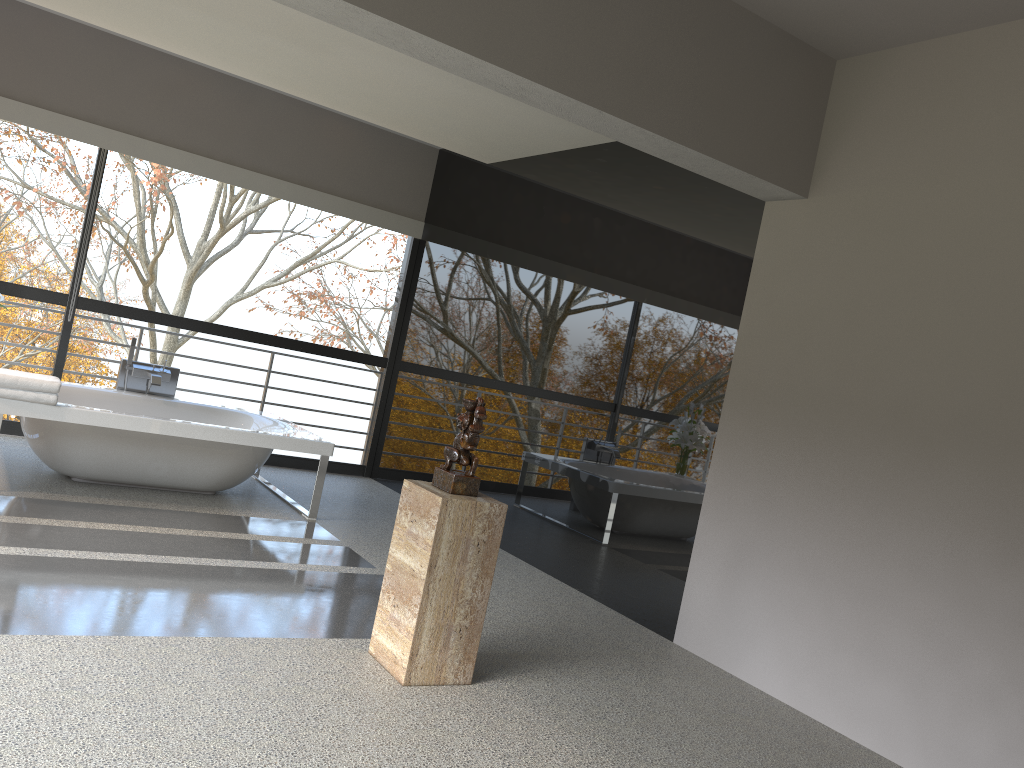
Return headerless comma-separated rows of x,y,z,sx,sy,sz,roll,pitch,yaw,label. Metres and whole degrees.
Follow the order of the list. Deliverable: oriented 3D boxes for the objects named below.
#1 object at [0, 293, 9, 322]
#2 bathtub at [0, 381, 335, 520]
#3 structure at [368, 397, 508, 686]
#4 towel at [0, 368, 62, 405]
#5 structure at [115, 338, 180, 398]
-3.593,-0.508,5.799,0.450,0.796,0.460,12,0,-5,object
-2.344,0.391,5.744,1.956,0.504,1.329,11,1,-32,bathtub
-0.251,0.572,3.418,0.291,1.074,0.328,12,0,-32,structure
-2.660,0.021,4.865,0.321,0.145,0.305,11,1,-30,towel
-2.587,0.143,6.278,0.401,0.885,0.330,12,0,-32,structure
